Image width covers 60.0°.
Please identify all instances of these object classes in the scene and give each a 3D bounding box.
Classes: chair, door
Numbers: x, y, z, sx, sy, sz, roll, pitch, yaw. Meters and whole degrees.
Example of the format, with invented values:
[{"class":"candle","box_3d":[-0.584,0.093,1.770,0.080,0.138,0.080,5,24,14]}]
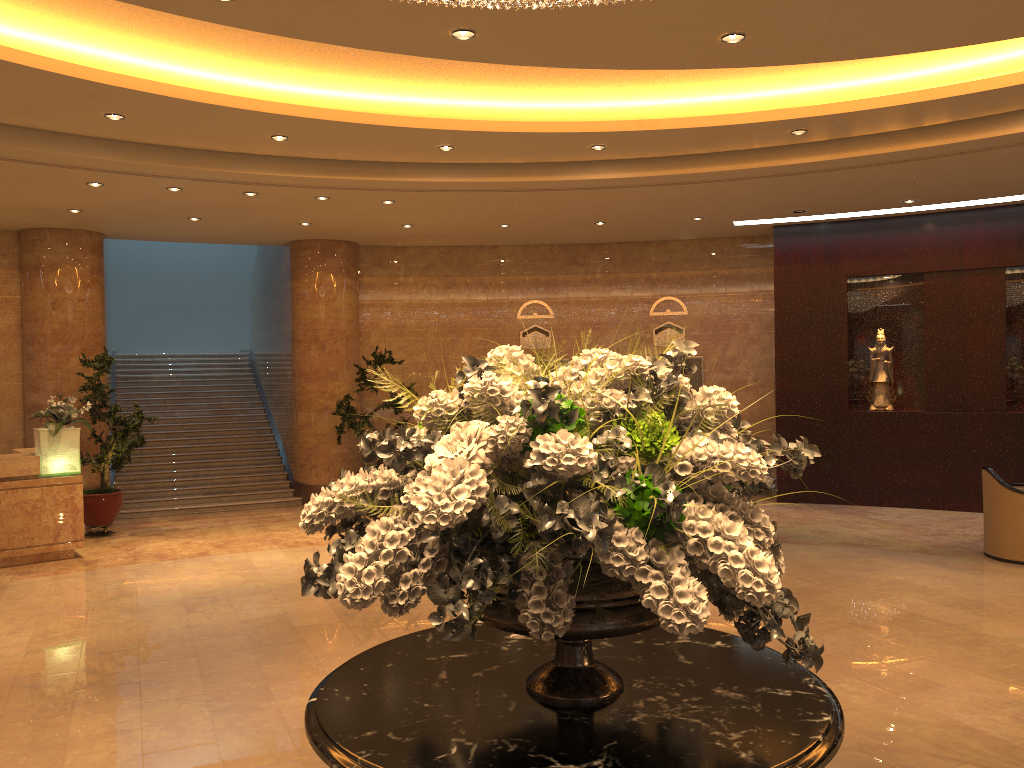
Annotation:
[{"class":"chair","box_3d":[5.190,1.295,8.963,0.769,0.916,0.951,-1,1,12]},{"class":"door","box_3d":[0.405,0.668,14.352,1.070,2.145,0.150,-1,1,2]},{"class":"door","box_3d":[2.515,0.638,14.102,1.070,2.149,0.150,-1,1,12]}]

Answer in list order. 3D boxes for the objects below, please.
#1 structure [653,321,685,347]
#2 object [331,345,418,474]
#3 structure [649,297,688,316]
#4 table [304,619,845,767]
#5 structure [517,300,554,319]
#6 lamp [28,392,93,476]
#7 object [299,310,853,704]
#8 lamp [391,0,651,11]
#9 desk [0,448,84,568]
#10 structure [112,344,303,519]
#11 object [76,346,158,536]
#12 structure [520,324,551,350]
[{"class":"structure","box_3d":[2.482,-0.789,14.027,0.504,0.405,0.012,-1,1,12]},{"class":"object","box_3d":[-1.990,0.622,13.085,1.250,2.363,0.843,-1,1,-2]},{"class":"structure","box_3d":[2.473,-1.236,14.018,0.600,0.293,0.010,-1,1,12]},{"class":"table","box_3d":[0.174,1.403,2.571,1.493,1.089,1.493,-2,1,-30]},{"class":"structure","box_3d":[0.374,-1.204,14.276,0.600,0.293,0.010,-1,1,1]},{"class":"lamp","box_3d":[-4.966,0.535,9.817,0.606,0.897,0.532,-2,1,-44]},{"class":"object","box_3d":[0.136,0.361,2.523,1.318,0.999,1.277,-1,1,7]},{"class":"lamp","box_3d":[0.093,-1.885,2.565,3.204,1.196,3.206,-1,1,14]},{"class":"desk","box_3d":[-7.492,1.471,4.520,3.466,1.155,12.951,-1,1,11]},{"class":"structure","box_3d":[-5.756,-0.964,15.898,9.849,5.560,7.472,-1,1,-23]},{"class":"object","box_3d":[-5.133,0.708,11.255,0.843,2.363,1.250,-2,1,-43]},{"class":"structure","box_3d":[0.382,-0.757,14.286,0.504,0.405,0.012,-1,1,1]}]
